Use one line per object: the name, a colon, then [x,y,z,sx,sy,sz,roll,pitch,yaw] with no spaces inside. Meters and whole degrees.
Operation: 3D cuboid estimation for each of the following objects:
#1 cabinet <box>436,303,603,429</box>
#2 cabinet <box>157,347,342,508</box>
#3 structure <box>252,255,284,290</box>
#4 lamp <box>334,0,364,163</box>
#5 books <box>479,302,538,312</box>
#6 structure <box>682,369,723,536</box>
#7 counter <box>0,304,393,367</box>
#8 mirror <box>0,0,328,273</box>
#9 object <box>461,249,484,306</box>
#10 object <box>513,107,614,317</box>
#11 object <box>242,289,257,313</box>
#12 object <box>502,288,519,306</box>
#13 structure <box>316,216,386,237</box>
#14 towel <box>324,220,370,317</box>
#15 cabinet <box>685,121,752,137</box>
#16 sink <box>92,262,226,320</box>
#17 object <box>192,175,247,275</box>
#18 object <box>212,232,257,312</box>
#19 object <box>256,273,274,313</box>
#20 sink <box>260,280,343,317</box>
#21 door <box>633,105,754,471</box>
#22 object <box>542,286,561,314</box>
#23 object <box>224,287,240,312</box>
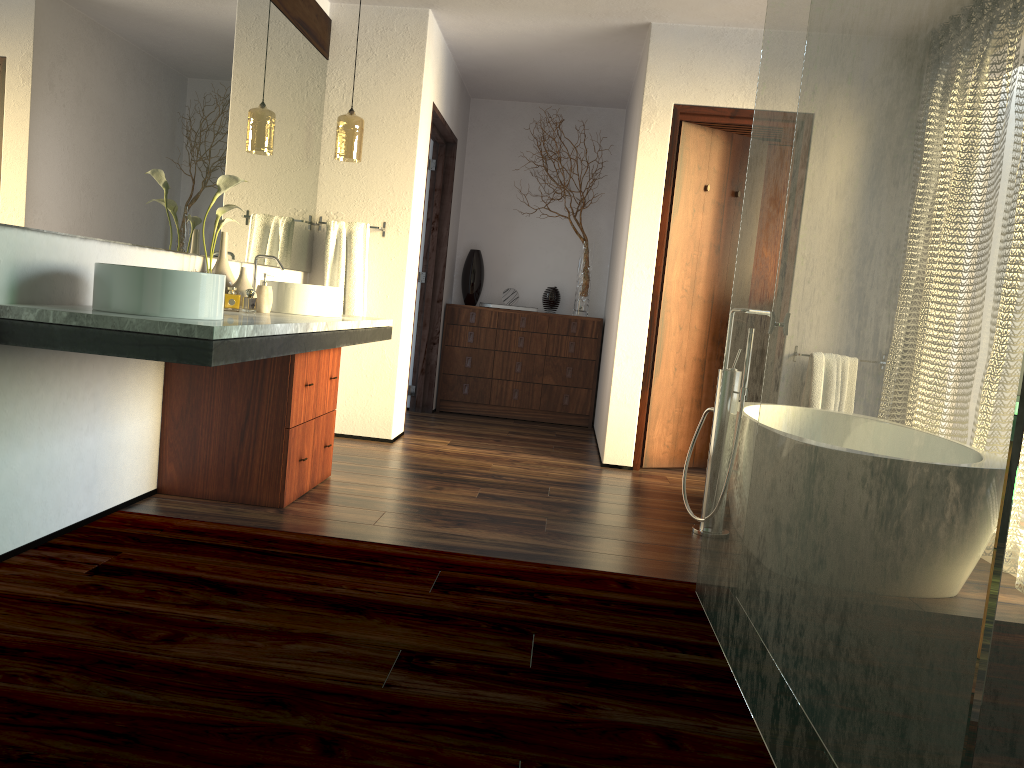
cabinet: [0.059,-0.145,6.605,1.144,0.801,0.401,6,5,6]
cabinet: [-1.021,0.111,3.576,0.514,0.600,0.656,6,5,4]
structure: [-1.088,-0.444,3.875,0.166,0.242,0.065,6,5,9]
lamp: [-0.798,-1.577,4.495,0.135,0.867,0.142,1,7,-43]
books: [0.030,-0.569,6.624,0.489,0.034,0.251,4,5,-20]
structure: [0.830,0.146,3.508,0.283,0.897,0.239,11,7,44]
counter: [-0.962,-0.213,3.343,0.589,0.101,2.249,6,5,3]
mirror: [-1.194,-1.025,2.843,0.017,1.153,4.060,6,5,3]
object: [-0.293,-0.796,6.635,0.173,0.417,0.168,7,5,17]
object: [0.301,-1.243,6.422,0.713,1.450,0.845,1,7,-42]
object: [-1.002,-0.319,3.387,0.039,0.091,0.056,7,5,14]
object: [-0.011,-0.651,6.616,0.131,0.131,0.131,6,5,0]
structure: [-0.880,-0.861,4.821,0.371,0.088,0.102,6,5,6]
towel: [-0.904,-0.559,4.787,0.262,0.636,0.158,8,6,23]
cabinet: [1.602,-0.748,6.126,1.490,2.365,0.357,6,5,6]
sink: [-1.014,-0.266,2.553,0.360,0.131,0.355,6,5,7]
object: [-1.125,-0.537,3.394,0.185,0.504,0.246,4,5,-18]
object: [-1.099,-0.441,3.478,0.245,0.305,0.117,9,6,31]
object: [-0.989,-0.363,3.531,0.070,0.158,0.071,5,5,-13]
sink: [-0.928,-0.375,3.891,0.352,0.131,0.362,4,5,-18]
door: [1.125,-0.477,4.910,0.734,1.948,0.462,6,5,5]
object: [0.292,-0.627,6.582,0.135,0.200,0.142,1,7,-41]
object: [-1.064,-0.320,3.349,0.064,0.092,0.040,2,6,-35]
